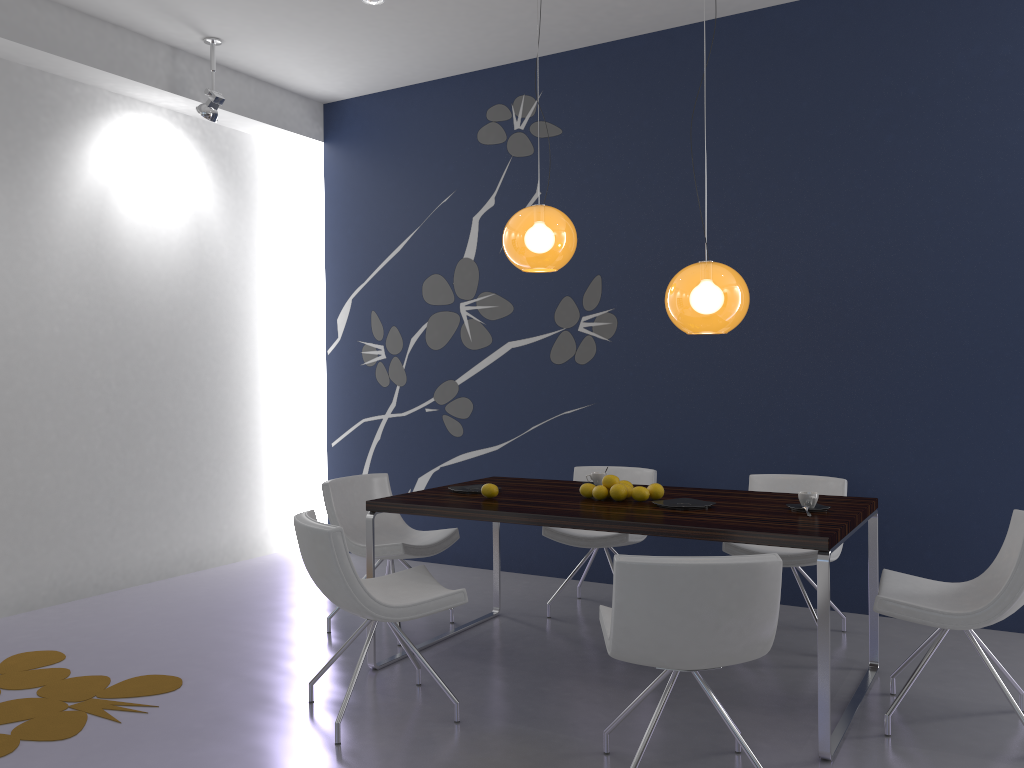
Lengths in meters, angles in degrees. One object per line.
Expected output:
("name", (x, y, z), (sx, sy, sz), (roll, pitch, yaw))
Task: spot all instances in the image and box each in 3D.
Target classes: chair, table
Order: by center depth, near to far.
("chair", (0.566, 0.914, 2.898), (0.508, 0.805, 0.620), (-1, 0, 0))
("chair", (1.725, 0.900, 3.390), (0.620, 0.805, 0.508), (0, 0, 25))
("chair", (-0.550, 0.920, 3.565), (0.620, 0.805, 0.508), (-1, 0, -25))
("table", (0.496, 0.919, 4.053), (2.046, 0.783, 1.127), (0, 0, 30))
("chair", (1.422, 0.895, 4.562), (0.508, 0.805, 0.620), (0, 0, 30))
("chair", (-0.674, 0.913, 4.798), (0.620, 0.805, 0.508), (0, 0, 30))
("chair", (0.525, 0.900, 5.089), (0.508, 0.805, 0.620), (0, 0, 25))

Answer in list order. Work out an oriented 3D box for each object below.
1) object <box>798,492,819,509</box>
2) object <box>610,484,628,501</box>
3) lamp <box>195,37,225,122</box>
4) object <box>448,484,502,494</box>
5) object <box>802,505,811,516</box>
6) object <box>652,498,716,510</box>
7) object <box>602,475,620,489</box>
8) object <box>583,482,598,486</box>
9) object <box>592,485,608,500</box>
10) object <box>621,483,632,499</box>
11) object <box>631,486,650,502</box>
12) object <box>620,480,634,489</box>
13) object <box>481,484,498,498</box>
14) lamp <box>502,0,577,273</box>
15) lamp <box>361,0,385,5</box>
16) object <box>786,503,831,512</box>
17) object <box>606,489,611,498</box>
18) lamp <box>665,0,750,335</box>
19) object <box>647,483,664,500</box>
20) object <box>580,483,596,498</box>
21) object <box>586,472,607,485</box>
("object", (1.235, 0.483, 3.673), (0.081, 0.064, 0.101), (-1, 0, -34))
("object", (0.481, 0.488, 3.989), (0.076, 0.080, 0.094), (0, 0, 32))
("lamp", (-1.918, -1.923, 5.642), (0.185, 0.511, 0.150), (0, 0, 30))
("object", (-0.184, 0.523, 4.402), (0.232, 0.020, 0.232), (-1, 0, -31))
("object", (1.191, 0.508, 3.575), (0.032, 0.028, 0.155), (0, 0, 11))
("object", (0.740, 0.519, 3.822), (0.232, 0.020, 0.232), (-1, 0, -31))
("object", (0.453, 0.448, 4.047), (0.083, 0.068, 0.070), (0, 0, 34))
("object", (0.445, 0.516, 4.531), (0.154, 0.020, 0.154), (-1, 0, -15))
("object", (0.401, 0.494, 4.033), (0.070, 0.068, 0.083), (-1, 0, -1))
("object", (0.515, 0.491, 4.065), (0.081, 0.071, 0.069), (0, 0, 7))
("object", (0.576, 0.493, 3.975), (0.083, 0.068, 0.070), (0, 0, 34))
("object", (0.523, 0.488, 4.147), (0.094, 0.077, 0.079), (-1, 0, -16))
("object", (-0.102, 0.498, 4.134), (0.083, 0.068, 0.070), (0, 0, 34))
("lamp", (0.126, -1.366, 4.246), (0.358, 1.645, 0.359), (0, 1, 41))
("lamp", (-0.780, -2.168, 4.970), (0.132, 0.035, 0.132), (0, 0, 30))
("object", (1.230, 0.515, 3.681), (0.154, 0.020, 0.154), (-1, 0, -14))
("object", (0.444, 0.493, 4.107), (0.070, 0.068, 0.083), (-1, 0, -1))
("lamp", (0.835, -1.205, 3.834), (0.359, 1.974, 0.358), (0, 0, 36))
("object", (0.649, 0.488, 4.018), (0.079, 0.077, 0.094), (-1, 0, 4))
("object", (0.355, 0.494, 4.109), (0.083, 0.068, 0.070), (0, 0, 34))
("object", (0.436, 0.485, 4.525), (0.101, 0.064, 0.081), (-1, 0, -35))
